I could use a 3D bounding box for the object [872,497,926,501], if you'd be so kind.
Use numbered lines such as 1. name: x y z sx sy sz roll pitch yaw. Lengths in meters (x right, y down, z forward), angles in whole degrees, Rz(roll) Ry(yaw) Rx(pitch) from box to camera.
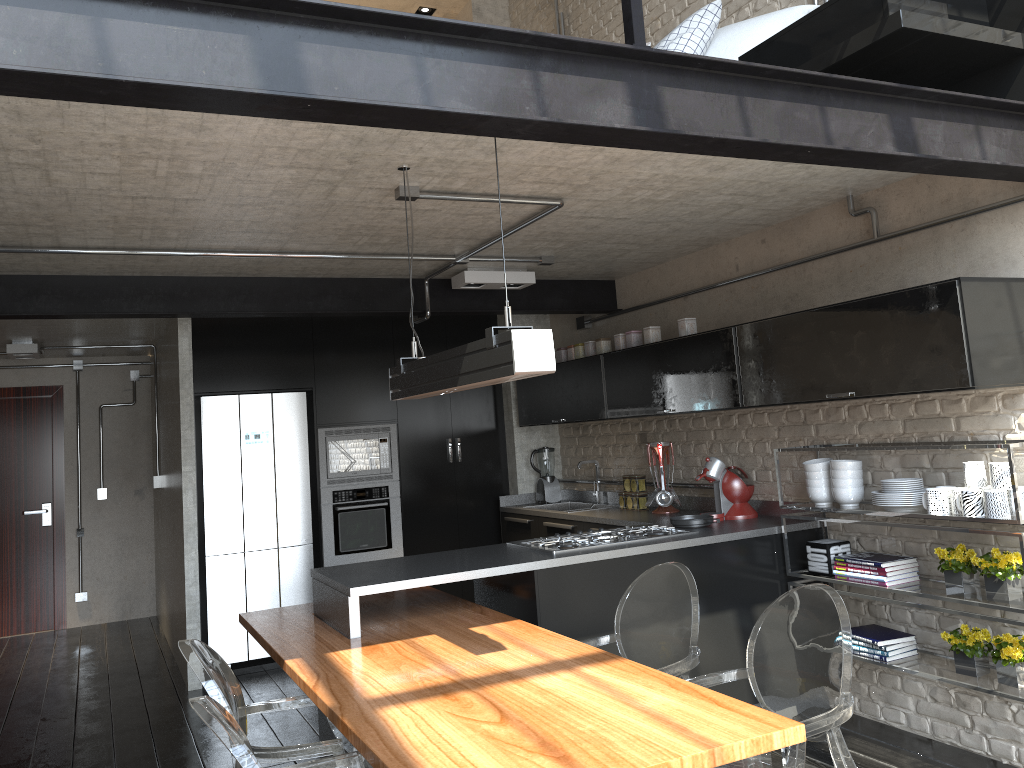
1. object: 1.689 0.501 3.818 0.250 0.031 0.251 -6 -4 33

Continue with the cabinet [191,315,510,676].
1. cabinet: -1.180 0.687 6.633 2.321 2.492 0.549 -2 -7 -25

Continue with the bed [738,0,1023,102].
1. bed: -0.124 -1.215 4.803 2.697 0.847 4.450 -3 -4 -26

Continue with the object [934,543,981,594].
1. object: 1.817 0.745 3.594 0.175 0.193 0.181 -4 -5 -3

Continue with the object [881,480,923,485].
1. object: 1.685 0.436 3.825 0.171 0.030 0.169 -3 -3 -21

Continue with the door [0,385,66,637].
1. door: -4.668 1.146 7.987 1.134 2.232 0.194 -1 -7 -25

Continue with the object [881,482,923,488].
1. object: 1.686 0.445 3.824 0.171 0.030 0.169 -3 -3 -21

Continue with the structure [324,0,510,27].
1. structure: -1.665 -1.816 8.246 2.595 2.971 2.771 -2 -6 -25

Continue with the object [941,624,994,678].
1. object: 1.843 1.063 3.552 0.182 0.193 0.174 -3 -5 -13

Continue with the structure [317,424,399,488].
1. structure: -1.201 0.534 6.608 0.582 0.423 0.445 -2 -5 -25

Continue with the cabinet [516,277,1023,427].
1. cabinet: 1.027 -0.044 5.109 0.400 0.424 3.869 -2 -4 -26

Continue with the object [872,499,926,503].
1. object: 1.690 0.509 3.817 0.250 0.031 0.251 -6 -4 33

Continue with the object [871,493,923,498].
1. object: 1.688 0.485 3.820 0.250 0.031 0.251 -6 -4 33

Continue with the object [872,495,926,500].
1. object: 1.688 0.493 3.819 0.250 0.031 0.251 -6 -4 33

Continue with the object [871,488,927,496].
1. object: 1.687 0.477 3.821 0.250 0.031 0.251 -6 -4 33

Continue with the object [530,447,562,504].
1. object: 0.245 0.690 6.726 0.223 0.426 0.161 -1 -7 -25

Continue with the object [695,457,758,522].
1. object: 1.166 0.561 4.801 0.350 0.343 0.219 0 -7 -41

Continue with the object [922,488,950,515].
1. object: 1.729 0.476 3.607 0.083 0.101 0.108 -5 -5 9

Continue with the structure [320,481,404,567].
1. structure: -1.158 1.021 6.534 0.582 0.561 0.481 -2 -6 -25

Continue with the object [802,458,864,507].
1. object: 1.526 0.464 4.195 0.150 0.218 0.307 -1 -5 -28

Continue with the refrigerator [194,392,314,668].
1. refrigerator: -1.823 0.996 6.269 0.724 1.837 0.495 -1 -7 -25

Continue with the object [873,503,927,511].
1. object: 1.691 0.525 3.815 0.250 0.031 0.251 -6 -4 33

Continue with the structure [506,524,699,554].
1. structure: 0.441 0.748 4.341 0.812 0.026 0.498 -3 -3 -26

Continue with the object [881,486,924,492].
1. object: 1.687 0.462 3.822 0.171 0.030 0.169 -3 -3 -21

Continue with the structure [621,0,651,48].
1. structure: -0.676 0.051 3.669 4.787 3.363 3.761 -2 -5 -25

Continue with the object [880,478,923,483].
1. object: 1.685 0.427 3.826 0.171 0.030 0.169 -3 -3 -21

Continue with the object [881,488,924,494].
1. object: 1.688 0.471 3.821 0.171 0.030 0.169 -3 -3 -21

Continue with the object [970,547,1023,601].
1. object: 1.899 0.730 3.425 0.182 0.193 0.174 -3 -5 -13

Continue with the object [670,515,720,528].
1. object: 0.929 0.709 4.537 0.227 0.050 0.309 -4 -3 3

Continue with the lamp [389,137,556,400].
1. lamp: -0.199 -0.428 2.867 0.125 0.896 1.081 -1 -6 -25

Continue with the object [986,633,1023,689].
1. object: 1.926 1.048 3.390 0.175 0.193 0.181 -4 -5 -3

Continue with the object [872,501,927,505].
1. object: 1.690 0.517 3.816 0.250 0.031 0.251 -6 -4 33

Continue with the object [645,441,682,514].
1. object: 0.910 0.568 5.386 0.211 0.429 0.201 -3 -6 -11

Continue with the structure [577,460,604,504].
1. structure: 0.545 0.703 6.323 0.177 0.313 0.088 -1 -7 -25

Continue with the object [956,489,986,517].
1. object: 1.798 0.463 3.461 0.083 0.101 0.108 -5 -5 9

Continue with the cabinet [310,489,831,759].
1. cabinet: -0.079 1.265 5.104 2.433 1.011 2.728 -2 -4 -26

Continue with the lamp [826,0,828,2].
1. lamp: 1.223 -1.824 4.059 0.479 0.693 0.170 -7 -7 30

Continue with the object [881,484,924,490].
1. object: 1.686 0.453 3.823 0.171 0.030 0.169 -3 -3 -21

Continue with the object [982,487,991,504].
1. object: 1.875 0.457 3.458 0.108 0.101 0.082 -3 -5 -11
